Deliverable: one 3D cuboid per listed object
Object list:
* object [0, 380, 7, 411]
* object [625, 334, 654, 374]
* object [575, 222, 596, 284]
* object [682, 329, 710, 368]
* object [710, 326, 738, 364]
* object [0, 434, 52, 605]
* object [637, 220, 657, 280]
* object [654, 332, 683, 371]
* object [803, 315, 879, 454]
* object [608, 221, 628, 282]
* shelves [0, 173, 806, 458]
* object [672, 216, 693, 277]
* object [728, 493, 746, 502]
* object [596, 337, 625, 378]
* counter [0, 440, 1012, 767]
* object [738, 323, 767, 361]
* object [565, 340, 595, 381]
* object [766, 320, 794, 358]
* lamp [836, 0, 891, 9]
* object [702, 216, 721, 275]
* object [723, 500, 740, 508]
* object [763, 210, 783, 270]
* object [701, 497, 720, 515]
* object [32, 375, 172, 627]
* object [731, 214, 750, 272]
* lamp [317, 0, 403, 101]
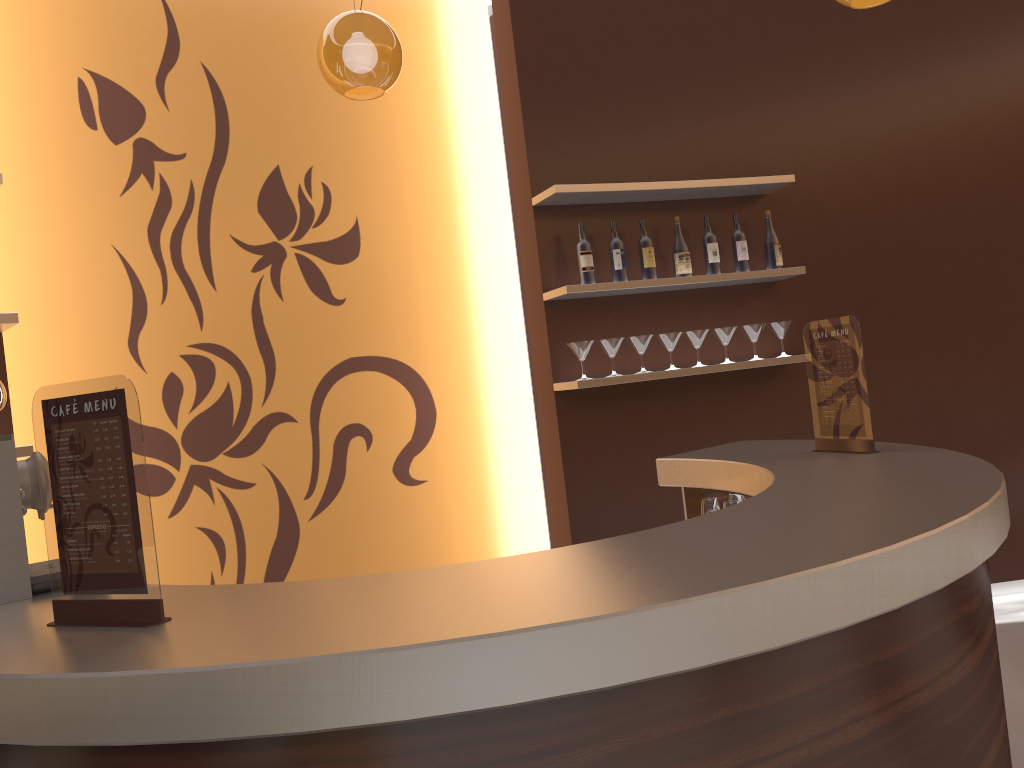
[{"bbox_3d":[-1.681,0.103,2.837,0.125,0.221,0.125,-7,0,36],"label":"object"},{"bbox_3d":[0.608,-0.137,4.159,0.137,0.174,0.137,-7,0,-14],"label":"object"},{"bbox_3d":[0.331,-0.590,4.060,0.073,0.297,0.073,-6,0,-41],"label":"object"},{"bbox_3d":[0.890,-0.168,4.257,0.137,0.174,0.137,-7,0,-14],"label":"object"},{"bbox_3d":[1.036,-0.185,4.302,0.137,0.174,0.137,-7,0,-14],"label":"object"},{"bbox_3d":[-1.132,0.287,1.904,0.373,0.340,0.270,-7,0,-34],"label":"object"},{"bbox_3d":[0.633,-0.624,4.182,0.073,0.297,0.073,-7,0,8],"label":"object"},{"bbox_3d":[0.753,-0.152,4.207,0.137,0.174,0.137,-7,0,-14],"label":"object"},{"bbox_3d":[1.005,0.004,2.745,0.052,0.414,0.258,-7,0,-20],"label":"object"},{"bbox_3d":[0.489,-0.608,4.125,0.073,0.297,0.073,-6,0,-41],"label":"object"},{"bbox_3d":[-0.674,-0.322,3.307,4.744,0.902,0.586,-7,0,-32],"label":"shelves"},{"bbox_3d":[0.806,-0.650,4.249,0.086,0.303,0.086,-7,0,-5],"label":"object"},{"bbox_3d":[0.777,0.447,3.039,0.067,0.148,0.067,-7,0,10],"label":"object"},{"bbox_3d":[0.464,-0.121,4.103,0.137,0.174,0.137,-7,0,-24],"label":"object"},{"bbox_3d":[0.225,0.855,2.057,2.917,1.100,1.586,-7,0,-34],"label":"counter"},{"bbox_3d":[1.187,-0.202,4.344,0.137,0.174,0.137,-7,0,36],"label":"object"},{"bbox_3d":[0.321,-0.104,4.046,0.137,0.174,0.137,-7,0,-24],"label":"object"},{"bbox_3d":[1.335,-0.219,4.387,0.137,0.174,0.137,-7,0,-14],"label":"object"},{"bbox_3d":[1.054,-1.958,2.798,0.299,1.500,0.299,-7,0,29],"label":"lamp"},{"bbox_3d":[0.960,-0.662,4.289,0.073,0.297,0.073,-6,0,-41],"label":"object"},{"bbox_3d":[0.720,0.453,2.873,0.067,0.148,0.067,-7,0,15],"label":"object"},{"bbox_3d":[1.280,-0.704,4.379,0.086,0.303,0.086,-7,0,25],"label":"object"},{"bbox_3d":[0.674,0.459,2.993,0.067,0.148,0.067,-7,0,37],"label":"object"},{"bbox_3d":[-0.711,0.200,1.509,0.258,0.414,0.052,-7,0,25],"label":"object"},{"bbox_3d":[1.111,-0.679,4.333,0.073,0.297,0.073,-6,0,-41],"label":"object"},{"bbox_3d":[-0.605,-1.765,3.119,0.299,1.500,0.299,-7,0,29],"label":"lamp"}]
